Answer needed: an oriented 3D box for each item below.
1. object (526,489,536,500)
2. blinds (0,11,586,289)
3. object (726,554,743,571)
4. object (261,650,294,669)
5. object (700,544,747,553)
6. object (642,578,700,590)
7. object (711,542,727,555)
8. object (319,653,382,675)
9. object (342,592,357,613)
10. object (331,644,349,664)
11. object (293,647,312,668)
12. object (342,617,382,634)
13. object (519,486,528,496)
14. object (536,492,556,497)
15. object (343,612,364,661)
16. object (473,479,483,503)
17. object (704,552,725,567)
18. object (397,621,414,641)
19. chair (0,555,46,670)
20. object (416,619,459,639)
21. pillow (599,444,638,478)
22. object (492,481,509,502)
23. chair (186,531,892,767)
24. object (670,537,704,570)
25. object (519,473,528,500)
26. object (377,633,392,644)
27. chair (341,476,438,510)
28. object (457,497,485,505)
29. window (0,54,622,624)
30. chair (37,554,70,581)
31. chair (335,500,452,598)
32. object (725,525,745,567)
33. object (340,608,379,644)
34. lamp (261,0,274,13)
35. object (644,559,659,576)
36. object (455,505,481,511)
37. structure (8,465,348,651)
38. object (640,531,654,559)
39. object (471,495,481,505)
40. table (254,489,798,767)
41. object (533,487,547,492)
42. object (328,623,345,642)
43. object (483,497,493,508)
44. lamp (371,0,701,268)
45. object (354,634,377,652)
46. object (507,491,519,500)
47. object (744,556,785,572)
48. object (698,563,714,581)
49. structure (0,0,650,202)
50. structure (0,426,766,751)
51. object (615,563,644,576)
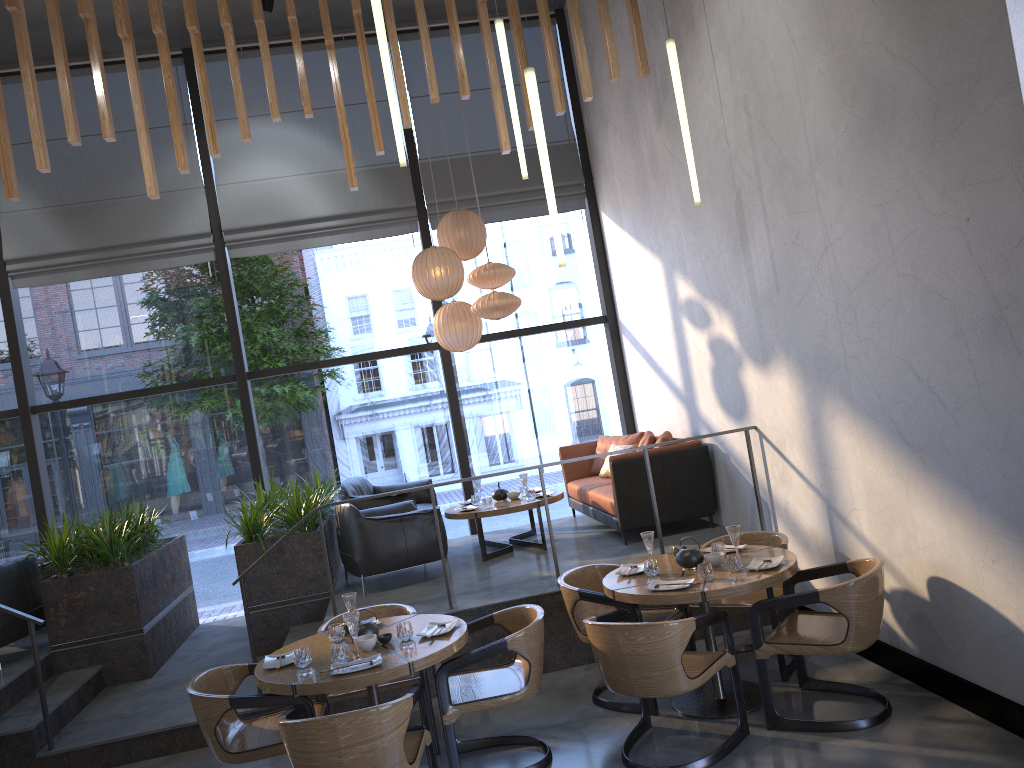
[{"bbox_3d":[0.169,0.971,7.781,0.086,0.086,0.086,-10,-1,-4],"label":"object"},{"bbox_3d":[-7.848,-1.493,4.837,8.760,2.314,17.610,-10,-1,35],"label":"blinds"},{"bbox_3d":[1.215,0.978,4.850,0.086,0.086,0.086,-9,-1,-32],"label":"object"},{"bbox_3d":[-1.177,1.411,4.503,0.170,0.025,0.294,-9,-1,-11],"label":"object"},{"bbox_3d":[1.303,1.001,5.374,0.170,0.025,0.294,-9,-1,-38],"label":"object"},{"bbox_3d":[0.859,1.068,4.706,0.294,0.025,0.170,-10,-1,30],"label":"object"},{"bbox_3d":[1.219,0.982,5.232,0.086,0.086,0.086,-9,-1,-14],"label":"object"},{"bbox_3d":[-0.761,1.337,4.187,0.294,0.025,0.170,-9,-1,-11],"label":"object"},{"bbox_3d":[-0.870,1.259,4.836,0.082,0.227,0.082,-10,-1,13],"label":"object"},{"bbox_3d":[-0.839,1.320,4.321,0.086,0.086,0.086,-10,-1,17],"label":"object"},{"bbox_3d":[-1.037,1.354,4.387,0.086,0.086,0.086,-10,-1,17],"label":"object"},{"bbox_3d":[-0.884,1.366,4.965,0.294,0.025,0.170,-9,-1,-24],"label":"object"},{"bbox_3d":[0.111,0.986,8.189,0.086,0.086,0.086,-10,-1,-4],"label":"object"},{"bbox_3d":[0.279,0.986,7.890,0.170,0.025,0.294,-9,-1,-28],"label":"object"},{"bbox_3d":[-0.768,1.236,4.337,0.082,0.227,0.082,-9,-1,-39],"label":"object"},{"bbox_3d":[-0.305,0.984,8.202,0.082,0.227,0.082,-9,-1,-26],"label":"object"},{"bbox_3d":[1.153,1.002,5.037,0.116,0.065,0.116,-10,-1,17],"label":"object"},{"bbox_3d":[-0.552,1.274,4.568,0.086,0.086,0.086,-10,-1,-6],"label":"object"},{"bbox_3d":[-4.148,1.793,6.916,0.833,0.743,1.030,-10,-1,-2],"label":"chair"},{"bbox_3d":[-0.390,1.278,4.601,0.170,0.025,0.294,-10,-1,11],"label":"object"},{"bbox_3d":[1.029,0.750,8.665,0.289,0.311,0.393,-9,-1,-28],"label":"pillow"},{"bbox_3d":[-0.113,0.976,8.100,0.163,0.179,0.168,-9,-1,-43],"label":"object"},{"bbox_3d":[-2.691,2.044,3.193,9.749,0.759,4.352,-10,-1,-7],"label":"chair"},{"bbox_3d":[1.013,0.968,5.104,0.168,0.179,0.163,-10,-1,-4],"label":"object"},{"bbox_3d":[0.119,0.909,7.858,0.082,0.227,0.082,-10,-1,35],"label":"object"},{"bbox_3d":[-0.653,1.314,4.561,0.080,0.042,0.080,-9,-1,-44],"label":"object"},{"bbox_3d":[-1.189,1.233,8.600,0.833,0.743,1.030,-10,-1,6],"label":"chair"},{"bbox_3d":[-0.393,1.104,8.282,0.170,0.025,0.294,-10,-1,27],"label":"object"},{"bbox_3d":[-3.959,-0.356,2.429,12.739,5.897,12.900,-10,-1,-8],"label":"window"},{"bbox_3d":[-4.318,1.835,8.086,0.833,0.743,1.030,-9,-1,-23],"label":"chair"},{"bbox_3d":[-1.023,1.269,7.383,0.833,0.743,1.030,-9,-1,-23],"label":"chair"},{"bbox_3d":[1.246,0.902,4.924,0.082,0.227,0.082,-10,-1,14],"label":"object"},{"bbox_3d":[-0.783,1.267,4.638,0.168,0.179,0.163,-10,-1,30],"label":"object"},{"bbox_3d":[-2.139,-3.407,7.767,0.300,0.367,0.273,-10,-1,38],"label":"lamp"},{"bbox_3d":[0.796,1.052,5.068,0.086,0.086,0.086,-10,-1,15],"label":"object"},{"bbox_3d":[-0.377,1.095,7.793,0.170,0.025,0.294,-9,-1,-28],"label":"object"},{"bbox_3d":[-6.363,2.230,2.754,4.306,1.608,15.715,-10,-1,30],"label":"structure"},{"bbox_3d":[0.807,0.979,5.172,0.082,0.227,0.082,-9,-1,-36],"label":"object"},{"bbox_3d":[-0.333,1.060,8.104,0.086,0.086,0.086,-10,-1,29],"label":"object"},{"bbox_3d":[-3.598,2.108,4.633,10.659,0.968,6.876,-10,-1,-8],"label":"table"},{"bbox_3d":[0.218,1.000,8.315,0.170,0.025,0.294,-9,-1,-28],"label":"object"},{"bbox_3d":[-0.950,1.344,4.785,0.086,0.086,0.086,-9,-1,-26],"label":"object"},{"bbox_3d":[-0.209,1.035,7.725,0.086,0.086,0.086,-10,-1,-4],"label":"object"},{"bbox_3d":[-3.239,-4.706,0.728,8.975,10.231,8.774,-9,-1,-10],"label":"lamp"},{"bbox_3d":[-0.739,1.316,4.493,0.116,0.065,0.116,-9,-1,-30],"label":"object"},{"bbox_3d":[0.013,1.012,8.010,0.116,0.065,0.116,-10,-1,21],"label":"object"},{"bbox_3d":[1.367,0.984,4.819,0.170,0.025,0.294,-10,-1,30],"label":"object"},{"bbox_3d":[1.036,1.007,4.742,0.086,0.086,0.086,-9,-1,-37],"label":"object"},{"bbox_3d":[-3.136,-0.515,1.049,10.399,5.894,10.127,-10,-1,-8],"label":"structure"},{"bbox_3d":[-3.447,0.321,1.081,11.718,4.117,9.054,-10,-1,-9],"label":"structure"},{"bbox_3d":[0.706,1.100,5.232,0.170,0.025,0.294,-10,-1,17],"label":"object"}]
